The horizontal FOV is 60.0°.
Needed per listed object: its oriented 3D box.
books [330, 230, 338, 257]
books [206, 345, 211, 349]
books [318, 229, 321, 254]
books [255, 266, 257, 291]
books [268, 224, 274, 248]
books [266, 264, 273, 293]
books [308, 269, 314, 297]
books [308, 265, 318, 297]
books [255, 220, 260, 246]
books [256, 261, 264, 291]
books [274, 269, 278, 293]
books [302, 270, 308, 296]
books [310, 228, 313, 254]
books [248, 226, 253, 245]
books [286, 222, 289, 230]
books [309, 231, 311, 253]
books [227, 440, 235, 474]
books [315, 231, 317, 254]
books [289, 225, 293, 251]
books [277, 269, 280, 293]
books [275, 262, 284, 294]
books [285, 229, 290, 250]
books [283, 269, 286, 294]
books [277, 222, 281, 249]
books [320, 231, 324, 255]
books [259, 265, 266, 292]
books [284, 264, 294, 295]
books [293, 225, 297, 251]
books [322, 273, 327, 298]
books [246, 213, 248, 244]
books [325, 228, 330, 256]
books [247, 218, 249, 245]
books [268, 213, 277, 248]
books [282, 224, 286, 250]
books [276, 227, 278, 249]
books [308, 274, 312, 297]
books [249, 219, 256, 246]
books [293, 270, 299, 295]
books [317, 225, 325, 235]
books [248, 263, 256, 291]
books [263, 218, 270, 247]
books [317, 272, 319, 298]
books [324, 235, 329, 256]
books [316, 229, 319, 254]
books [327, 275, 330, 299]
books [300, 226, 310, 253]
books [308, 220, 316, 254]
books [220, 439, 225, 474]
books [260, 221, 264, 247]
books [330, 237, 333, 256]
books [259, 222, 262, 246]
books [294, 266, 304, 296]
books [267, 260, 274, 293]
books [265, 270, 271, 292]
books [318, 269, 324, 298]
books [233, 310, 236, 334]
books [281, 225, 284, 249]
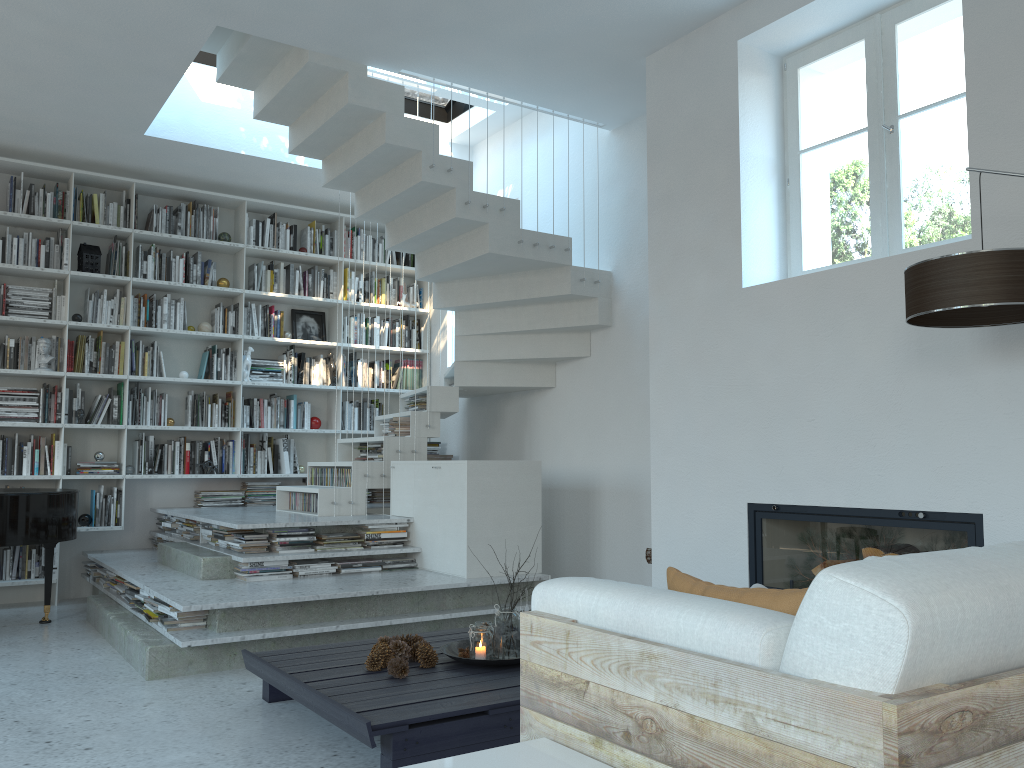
[{"bbox_3d":[-1.565,-1.194,7.736,0.026,0.263,0.163,3,-6,-33],"label":"books"},{"bbox_3d":[-2.430,-0.159,7.107,0.016,0.290,0.135,3,-5,-33],"label":"books"},{"bbox_3d":[-1.692,-1.197,7.669,0.017,0.256,0.146,3,-5,-33],"label":"books"},{"bbox_3d":[-2.140,-0.849,7.335,0.013,0.236,0.142,3,-6,-33],"label":"books"},{"bbox_3d":[-2.036,-1.206,7.429,0.030,0.230,0.148,3,-6,-33],"label":"books"},{"bbox_3d":[-2.032,-0.855,7.396,0.026,0.261,0.167,3,-6,-33],"label":"books"},{"bbox_3d":[-1.737,-0.838,7.598,0.023,0.263,0.156,3,-6,-33],"label":"books"},{"bbox_3d":[-1.711,-0.854,7.600,0.022,0.294,0.181,3,-6,-33],"label":"books"},{"bbox_3d":[-2.137,-1.218,7.350,0.026,0.241,0.184,3,-6,-33],"label":"books"},{"bbox_3d":[-2.113,-0.870,7.355,0.052,0.282,0.167,3,-6,-33],"label":"books"},{"bbox_3d":[-2.004,-0.835,7.422,0.030,0.224,0.158,3,-6,-33],"label":"books"},{"bbox_3d":[-1.780,-0.831,7.550,0.014,0.239,0.189,3,-6,-33],"label":"books"},{"bbox_3d":[-1.749,-1.199,7.615,0.016,0.251,0.189,3,-6,-33],"label":"books"},{"bbox_3d":[-2.175,-1.192,7.315,0.022,0.182,0.190,3,-6,-33],"label":"books"},{"bbox_3d":[-1.923,-1.221,7.523,0.012,0.279,0.153,3,-5,-33],"label":"books"},{"bbox_3d":[-1.762,-1.185,7.599,0.008,0.220,0.182,3,-6,-33],"label":"books"},{"bbox_3d":[-2.259,0.588,7.137,0.025,0.272,0.171,3,-6,-33],"label":"books"},{"bbox_3d":[-1.714,-1.185,7.627,0.007,0.225,0.170,3,-6,-33],"label":"books"},{"bbox_3d":[-1.896,-1.208,7.536,0.012,0.254,0.161,3,-6,-33],"label":"books"},{"bbox_3d":[-1.990,-0.838,7.450,0.024,0.236,0.146,3,-6,-33],"label":"books"},{"bbox_3d":[-1.958,-0.864,7.448,0.026,0.287,0.156,3,-5,-33],"label":"books"},{"bbox_3d":[-1.923,-1.186,7.489,0.024,0.202,0.190,3,-6,-33],"label":"books"},{"bbox_3d":[-1.942,-0.838,7.468,0.025,0.238,0.143,3,-6,-33],"label":"books"},{"bbox_3d":[-1.977,-1.218,7.460,0.014,0.262,0.168,3,-6,-33],"label":"books"},{"bbox_3d":[-1.665,-1.187,7.660,0.018,0.235,0.186,3,-6,-33],"label":"books"},{"bbox_3d":[-2.086,-0.852,7.382,0.026,0.250,0.130,3,-5,-33],"label":"books"},{"bbox_3d":[-1.889,-0.854,7.441,0.032,0.265,0.245,3,-6,-33],"label":"books"},{"bbox_3d":[-1.872,-1.209,7.537,0.030,0.257,0.165,3,-6,-33],"label":"books"},{"bbox_3d":[-1.643,-0.822,7.654,0.030,0.241,0.162,3,-6,-33],"label":"books"},{"bbox_3d":[-2.218,-1.248,7.314,0.028,0.294,0.150,3,-5,-33],"label":"books"},{"bbox_3d":[-1.621,-1.204,7.720,0.025,0.279,0.136,3,-5,-33],"label":"books"},{"bbox_3d":[-2.206,-1.231,7.332,0.014,0.264,0.140,3,-5,-33],"label":"books"},{"bbox_3d":[-2.012,-1.256,7.436,0.014,0.331,0.180,3,-5,-33],"label":"books"},{"bbox_3d":[-1.950,-1.212,7.490,0.021,0.253,0.151,3,-6,-33],"label":"books"},{"bbox_3d":[-2.007,-1.197,7.463,0.030,0.220,0.133,3,-6,-33],"label":"books"},{"bbox_3d":[-1.754,-0.817,7.575,0.031,0.217,0.165,3,-6,-33],"label":"books"},{"bbox_3d":[-2.162,-1.224,7.341,0.025,0.250,0.178,3,-6,-33],"label":"books"},{"bbox_3d":[-1.850,-0.830,7.499,0.030,0.229,0.187,3,-6,-33],"label":"books"},{"bbox_3d":[-1.661,-1.216,7.689,0.020,0.299,0.131,3,-5,-33],"label":"books"},{"bbox_3d":[-2.151,-0.858,7.331,0.012,0.254,0.161,3,-6,-33],"label":"books"},{"bbox_3d":[-2.068,-1.231,7.408,0.048,0.278,0.150,3,-5,-33],"label":"books"},{"bbox_3d":[-1.691,-0.829,7.624,0.011,0.248,0.152,3,-6,-33],"label":"books"},{"bbox_3d":[-1.633,-1.172,7.687,0.029,0.209,0.169,3,-6,-33],"label":"books"},{"bbox_3d":[-1.704,-1.195,7.643,0.031,0.248,0.164,3,-6,-33],"label":"books"},{"bbox_3d":[-1.615,-0.816,7.683,0.022,0.234,0.158,3,-6,-33],"label":"books"},{"bbox_3d":[-1.772,-1.204,7.590,0.019,0.255,0.169,3,-6,-33],"label":"books"},{"bbox_3d":[-1.725,-1.232,7.633,0.007,0.320,0.165,3,-5,-33],"label":"books"},{"bbox_3d":[-2.330,0.582,7.119,0.012,0.282,0.143,3,-5,-33],"label":"books"},{"bbox_3d":[-2.109,-1.218,7.400,0.027,0.249,0.140,3,-5,-33],"label":"books"},{"bbox_3d":[-1.600,-1.168,7.737,0.031,0.211,0.131,3,-6,-33],"label":"books"},{"bbox_3d":[-2.121,-1.211,7.371,0.024,0.231,0.168,3,-6,-33],"label":"books"},{"bbox_3d":[-1.819,-0.852,7.554,0.048,0.283,0.162,3,-5,-33],"label":"books"},{"bbox_3d":[-2.022,-0.872,7.414,0.011,0.296,0.162,3,-5,-33],"label":"books"},{"bbox_3d":[-2.051,-0.831,7.375,0.025,0.207,0.175,3,-6,-33],"label":"books"},{"bbox_3d":[-1.667,-0.840,7.631,0.036,0.272,0.177,3,-6,-33],"label":"books"},{"bbox_3d":[-2.282,-0.483,7.220,0.013,0.220,0.155,3,-6,-33],"label":"books"},{"bbox_3d":[-1.963,-1.205,7.470,0.022,0.236,0.172,3,-6,-33],"label":"books"}]
